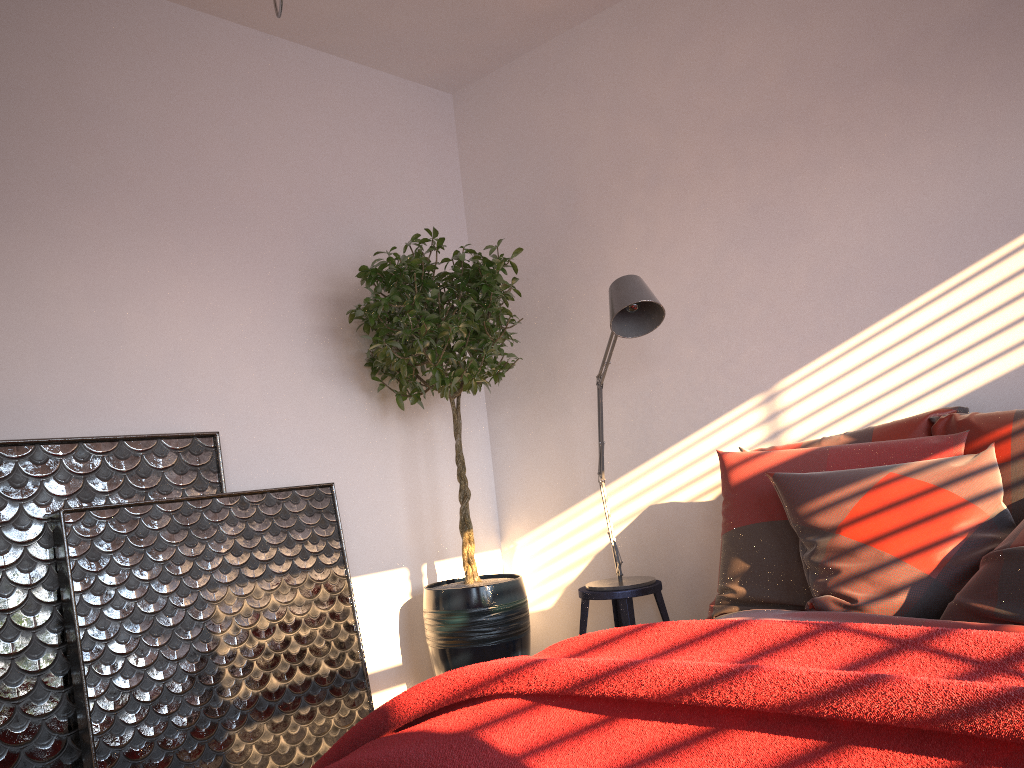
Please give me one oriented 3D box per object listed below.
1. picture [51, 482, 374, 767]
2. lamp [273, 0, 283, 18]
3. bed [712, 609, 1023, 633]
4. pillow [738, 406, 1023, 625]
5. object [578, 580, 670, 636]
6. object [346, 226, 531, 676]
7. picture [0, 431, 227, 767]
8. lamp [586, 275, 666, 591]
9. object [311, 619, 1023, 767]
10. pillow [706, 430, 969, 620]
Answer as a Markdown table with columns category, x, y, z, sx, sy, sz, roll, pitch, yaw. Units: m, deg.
| category | x | y | z | sx | sy | sz | roll | pitch | yaw |
| --- | --- | --- | --- | --- | --- | --- | --- | --- | --- |
| picture | -0.973 | 0.890 | 3.065 | 0.211 | 1.023 | 1.024 | -9 | -5 | 43 |
| lamp | -0.363 | -1.265 | 1.249 | 1.106 | 1.075 | 1.246 | -10 | -6 | 43 |
| bed | 0.946 | 0.656 | 1.745 | 2.046 | 0.767 | 2.311 | -11 | -8 | 42 |
| pillow | 1.337 | 0.372 | 2.201 | 2.152 | 0.731 | 1.143 | -11 | -7 | 41 |
| object | 0.457 | 1.041 | 3.521 | 0.340 | 0.479 | 0.341 | -10 | -5 | 43 |
| object | -0.263 | 0.369 | 3.712 | 0.800 | 2.013 | 0.816 | -3 | -5 | -44 |
| picture | -1.434 | 0.793 | 2.755 | 0.173 | 1.248 | 1.247 | -9 | -5 | 43 |
| lamp | 0.400 | 0.216 | 3.315 | 0.279 | 1.123 | 0.791 | -6 | -4 | -7 |
| object | 0.480 | 0.726 | 1.276 | 2.658 | 0.658 | 0.682 | -12 | -7 | 44 |
| pillow | 1.299 | 0.357 | 2.282 | 1.823 | 0.549 | 0.527 | -12 | -7 | 43 |
